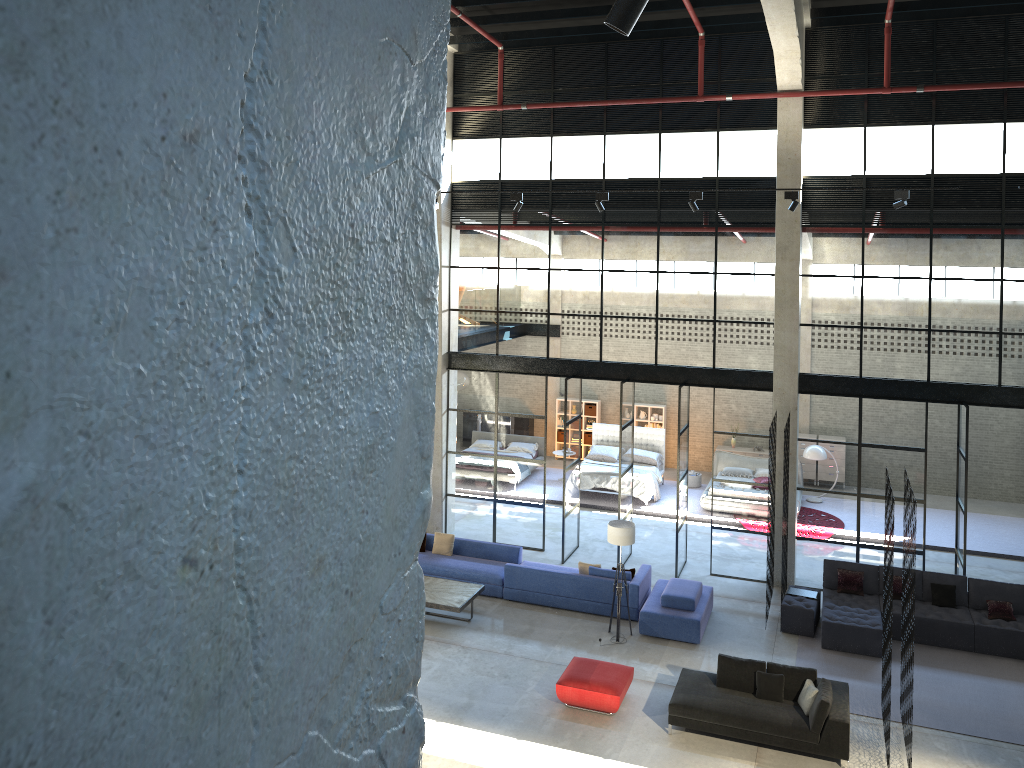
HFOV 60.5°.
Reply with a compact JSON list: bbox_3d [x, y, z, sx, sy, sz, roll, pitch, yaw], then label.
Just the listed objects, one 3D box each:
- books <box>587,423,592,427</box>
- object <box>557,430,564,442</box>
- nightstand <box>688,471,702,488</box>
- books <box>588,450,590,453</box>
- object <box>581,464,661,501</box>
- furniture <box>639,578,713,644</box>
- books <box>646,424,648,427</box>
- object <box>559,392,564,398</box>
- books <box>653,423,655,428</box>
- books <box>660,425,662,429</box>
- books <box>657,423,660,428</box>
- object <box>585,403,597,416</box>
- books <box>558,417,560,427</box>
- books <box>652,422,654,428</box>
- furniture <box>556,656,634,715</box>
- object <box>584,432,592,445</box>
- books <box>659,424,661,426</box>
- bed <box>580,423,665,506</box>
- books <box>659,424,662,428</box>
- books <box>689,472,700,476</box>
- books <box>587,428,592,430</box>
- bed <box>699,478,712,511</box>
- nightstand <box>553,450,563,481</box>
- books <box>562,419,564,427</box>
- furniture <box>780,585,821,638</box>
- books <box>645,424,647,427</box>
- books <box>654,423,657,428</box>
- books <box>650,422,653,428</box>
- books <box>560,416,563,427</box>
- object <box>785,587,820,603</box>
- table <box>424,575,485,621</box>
[{"bbox_3d":[2.274,1.170,24.966,0.256,0.047,0.215,4,9,20],"label":"books"},{"bbox_3d":[1.507,1.497,25.228,0.324,0.297,0.326,3,5,20],"label":"object"},{"bbox_3d":[4.520,2.422,22.281,0.580,0.298,0.483,3,7,17],"label":"nightstand"},{"bbox_3d":[2.191,1.994,25.044,0.077,0.199,0.149,1,3,20],"label":"books"},{"bbox_3d":[2.438,2.342,21.159,2.284,0.658,0.656,4,5,23],"label":"object"},{"bbox_3d":[2.668,3.533,14.135,0.951,0.552,1.549,3,8,20],"label":"furniture"},{"bbox_3d":[3.736,1.266,24.363,0.061,0.265,0.187,1,3,20],"label":"books"},{"bbox_3d":[1.471,0.316,25.396,0.234,0.151,0.053,3,2,18],"label":"object"},{"bbox_3d":[3.969,1.239,24.343,0.065,0.334,0.254,1,3,20],"label":"books"},{"bbox_3d":[4.130,1.284,24.256,0.022,0.274,0.254,1,4,20],"label":"books"},{"bbox_3d":[4.064,1.251,24.289,0.036,0.332,0.254,1,3,20],"label":"books"},{"bbox_3d":[2.271,0.734,24.948,0.324,0.297,0.326,3,5,20],"label":"object"},{"bbox_3d":[1.355,1.090,25.290,0.019,0.261,0.176,1,3,20],"label":"books"},{"bbox_3d":[3.926,1.239,24.341,0.059,0.333,0.254,1,3,20],"label":"books"},{"bbox_3d":[1.113,3.997,11.658,0.856,0.375,0.861,4,8,20],"label":"furniture"},{"bbox_3d":[2.247,1.547,24.953,0.324,0.297,0.326,3,5,20],"label":"object"},{"bbox_3d":[4.094,1.274,24.297,0.020,0.280,0.254,1,4,20],"label":"books"},{"bbox_3d":[2.601,1.940,21.611,2.221,1.413,2.333,3,7,19],"label":"bed"},{"bbox_3d":[4.111,1.274,24.272,0.027,0.287,0.254,1,4,20],"label":"books"},{"bbox_3d":[4.613,2.273,22.213,0.228,0.046,0.302,5,9,26],"label":"books"},{"bbox_3d":[2.272,1.249,24.966,0.256,0.071,0.215,4,8,20],"label":"books"},{"bbox_3d":[5.707,2.351,20.785,2.245,0.921,2.575,4,8,20],"label":"bed"},{"bbox_3d":[1.340,2.119,22.605,0.601,0.698,0.606,0,4,-8],"label":"nightstand"},{"bbox_3d":[1.488,1.127,25.249,0.075,0.204,0.160,1,3,20],"label":"books"},{"bbox_3d":[4.667,3.649,14.166,0.510,0.453,0.966,3,7,25],"label":"furniture"},{"bbox_3d":[3.699,1.258,24.372,0.089,0.275,0.187,1,3,20],"label":"books"},{"bbox_3d":[3.993,1.240,24.315,0.055,0.341,0.254,1,3,20],"label":"books"},{"bbox_3d":[3.883,1.237,24.357,0.069,0.334,0.254,1,3,20],"label":"books"},{"bbox_3d":[1.442,1.086,25.251,0.048,0.286,0.185,1,3,20],"label":"books"},{"bbox_3d":[4.730,3.448,14.293,0.519,0.099,0.302,5,9,25],"label":"object"},{"bbox_3d":[-1.599,3.529,14.410,2.066,0.398,1.034,4,8,20],"label":"table"}]
